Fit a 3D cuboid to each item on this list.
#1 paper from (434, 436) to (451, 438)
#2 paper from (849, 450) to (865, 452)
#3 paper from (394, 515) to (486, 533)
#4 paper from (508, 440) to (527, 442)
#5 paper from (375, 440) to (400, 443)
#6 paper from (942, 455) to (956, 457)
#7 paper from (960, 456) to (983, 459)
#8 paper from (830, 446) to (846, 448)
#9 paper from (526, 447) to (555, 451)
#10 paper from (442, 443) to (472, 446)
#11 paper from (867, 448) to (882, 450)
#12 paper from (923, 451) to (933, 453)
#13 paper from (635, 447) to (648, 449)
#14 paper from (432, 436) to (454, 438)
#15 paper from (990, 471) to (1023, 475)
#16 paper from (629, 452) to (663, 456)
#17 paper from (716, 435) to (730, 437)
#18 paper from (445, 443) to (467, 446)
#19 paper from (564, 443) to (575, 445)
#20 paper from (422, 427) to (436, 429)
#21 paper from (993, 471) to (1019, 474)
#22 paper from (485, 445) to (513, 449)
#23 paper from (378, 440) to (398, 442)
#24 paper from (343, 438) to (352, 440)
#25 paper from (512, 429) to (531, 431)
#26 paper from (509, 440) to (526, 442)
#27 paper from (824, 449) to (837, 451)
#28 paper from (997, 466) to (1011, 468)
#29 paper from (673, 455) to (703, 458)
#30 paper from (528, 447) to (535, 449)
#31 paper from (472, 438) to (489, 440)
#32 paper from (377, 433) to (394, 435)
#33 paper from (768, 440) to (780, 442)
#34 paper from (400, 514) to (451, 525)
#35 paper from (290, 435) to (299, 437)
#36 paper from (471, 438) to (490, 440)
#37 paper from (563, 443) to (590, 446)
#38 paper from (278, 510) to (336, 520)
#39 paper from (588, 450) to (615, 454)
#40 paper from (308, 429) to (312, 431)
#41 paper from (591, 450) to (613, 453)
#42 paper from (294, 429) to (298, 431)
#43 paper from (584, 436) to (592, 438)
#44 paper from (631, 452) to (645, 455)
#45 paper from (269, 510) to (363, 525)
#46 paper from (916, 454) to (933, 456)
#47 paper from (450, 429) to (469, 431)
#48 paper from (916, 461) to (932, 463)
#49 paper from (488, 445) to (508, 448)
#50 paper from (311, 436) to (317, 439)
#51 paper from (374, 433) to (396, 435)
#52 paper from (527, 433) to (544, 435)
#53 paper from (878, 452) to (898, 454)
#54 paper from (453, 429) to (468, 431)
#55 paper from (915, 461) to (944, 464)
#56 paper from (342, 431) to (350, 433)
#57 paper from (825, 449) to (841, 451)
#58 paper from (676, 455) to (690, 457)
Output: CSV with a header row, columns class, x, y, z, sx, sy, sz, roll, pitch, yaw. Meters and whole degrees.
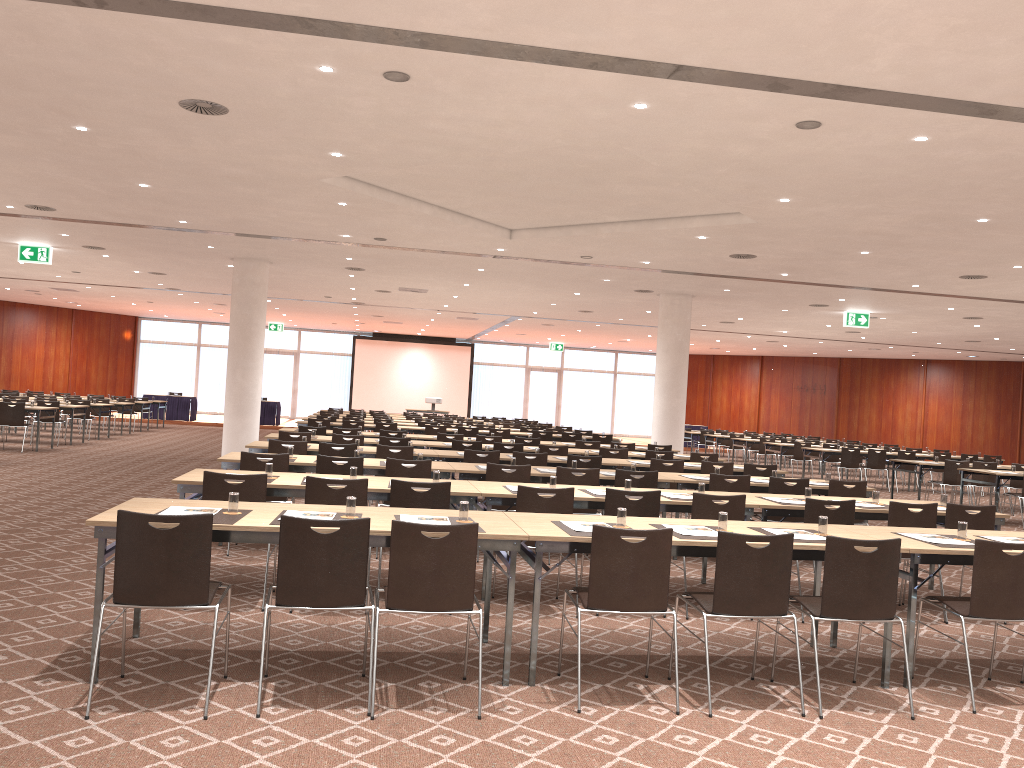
class,x,y,z,sx,sy,sz,roll,pitch,yaw
paper,-1.185,0.906,15.140,0.283,0.006,0.398,4,-1,-10
paper,7.883,1.529,20.212,0.283,0.006,0.398,4,-1,-7
paper,-0.423,0.796,5.064,0.460,0.003,0.565,4,-1,-12
paper,0.184,0.994,15.296,0.460,0.003,0.565,4,-1,-8
paper,-1.758,0.841,12.949,0.460,0.003,0.565,4,-1,-13
paper,10.086,1.667,20.560,0.283,0.006,0.398,4,-1,-11
paper,10.793,1.714,20.620,0.460,0.003,0.565,4,-1,-8
paper,8.167,1.579,22.271,0.283,0.006,0.398,4,-1,-10
paper,0.476,0.981,13.333,0.460,0.003,0.565,4,-1,-10
paper,-0.770,0.902,13.106,0.460,0.003,0.565,4,-1,-12
paper,9.157,1.641,22.447,0.283,0.006,0.398,4,-1,-9
paper,10.481,1.726,22.587,0.460,0.003,0.565,4,-1,-6
paper,2.375,1.132,15.683,0.460,0.003,0.565,4,-1,-8
paper,-1.120,0.913,15.087,0.460,0.003,0.565,4,-1,-6
paper,8.167,1.461,14.598,0.460,0.003,0.565,4,-1,-11
paper,2.106,1.083,13.615,0.460,0.003,0.565,4,-1,-10
paper,6.282,1.528,25.932,0.460,0.003,0.565,4,-1,-11
paper,-0.844,0.895,13.179,0.283,0.006,0.398,4,-1,-11
paper,1.039,1.045,15.516,0.283,0.006,0.398,4,-1,-9
paper,-1.742,0.928,18.624,0.283,0.006,0.398,4,-1,-9
paper,8.118,1.455,14.652,0.283,0.006,0.398,4,-1,-9
paper,-0.146,0.941,13.209,0.460,0.003,0.565,4,-1,-8
paper,-1.817,0.834,13.012,0.283,0.006,0.398,4,-1,-9
paper,-2.472,0.793,12.907,0.283,0.006,0.398,4,-1,-9
paper,0.228,1.085,20.876,0.460,0.003,0.565,4,-1,-9
paper,0.092,0.986,15.370,0.283,0.006,0.398,4,-1,-8
paper,7.289,1.495,20.041,0.460,0.003,0.565,4,-1,-9
paper,9.110,1.553,16.802,0.460,0.003,0.565,4,-1,-9
paper,2.714,1.120,13.673,0.460,0.003,0.565,4,-1,-9
paper,0.414,0.974,13.375,0.283,0.006,0.398,4,-1,-10
paper,-0.545,0.946,15.260,0.283,0.006,0.398,4,-1,-10
paper,-2.128,0.847,14.983,0.283,0.006,0.398,4,-1,-9
paper,7.285,1.559,24.083,0.460,0.003,0.565,4,-1,-9
paper,-0.502,0.788,5.130,0.283,0.006,0.398,4,-1,-7
paper,-3.072,0.756,12.812,0.283,0.006,0.398,4,-1,-7
paper,-0.470,0.954,15.211,0.460,0.003,0.565,4,-1,-10
paper,1.127,1.053,15.467,0.460,0.003,0.565,4,-1,-8
paper,-1.152,0.748,5.019,0.283,0.006,0.398,4,-1,-6
paper,1.454,1.042,13.478,0.460,0.003,0.565,4,-1,-10
paper,-3.403,0.768,14.804,0.283,0.006,0.398,4,-1,-10
paper,1.381,1.034,13.521,0.283,0.006,0.398,4,-1,-8
paper,-3.349,0.773,14.706,0.460,0.003,0.565,4,-1,-8
paper,1.826,1.153,19.130,0.460,0.003,0.565,4,-1,-13
paper,2.020,1.074,13.647,0.283,0.006,0.398,4,-1,-9
paper,-1.082,0.755,4.966,0.460,0.003,0.565,4,-1,-7
paper,9.519,1.634,20.402,0.460,0.003,0.565,4,-1,-12
paper,-1.062,0.973,18.663,0.460,0.003,0.565,4,-1,-10
paper,7.773,1.466,16.613,0.283,0.006,0.398,4,-1,-11
paper,-0.211,0.935,13.287,0.283,0.006,0.398,4,-1,-6
paper,-3.038,0.761,12.765,0.460,0.003,0.565,4,-1,-11
paper,-2.083,0.853,14.927,0.460,0.003,0.565,4,-1,-12
paper,0.566,1.075,18.931,0.460,0.003,0.565,4,-1,-9
paper,8.582,1.576,20.266,0.460,0.003,0.565,4,-1,-8
paper,-1.095,0.968,18.693,0.283,0.006,0.398,4,-1,-12
paper,7.850,1.474,16.584,0.460,0.003,0.565,4,-1,-8
paper,-2.759,0.807,14.872,0.283,0.006,0.398,4,-1,-9
paper,7.221,1.488,20.080,0.283,0.006,0.398,4,-1,-9
paper,2.691,1.116,13.762,0.283,0.006,0.398,4,-1,-8
